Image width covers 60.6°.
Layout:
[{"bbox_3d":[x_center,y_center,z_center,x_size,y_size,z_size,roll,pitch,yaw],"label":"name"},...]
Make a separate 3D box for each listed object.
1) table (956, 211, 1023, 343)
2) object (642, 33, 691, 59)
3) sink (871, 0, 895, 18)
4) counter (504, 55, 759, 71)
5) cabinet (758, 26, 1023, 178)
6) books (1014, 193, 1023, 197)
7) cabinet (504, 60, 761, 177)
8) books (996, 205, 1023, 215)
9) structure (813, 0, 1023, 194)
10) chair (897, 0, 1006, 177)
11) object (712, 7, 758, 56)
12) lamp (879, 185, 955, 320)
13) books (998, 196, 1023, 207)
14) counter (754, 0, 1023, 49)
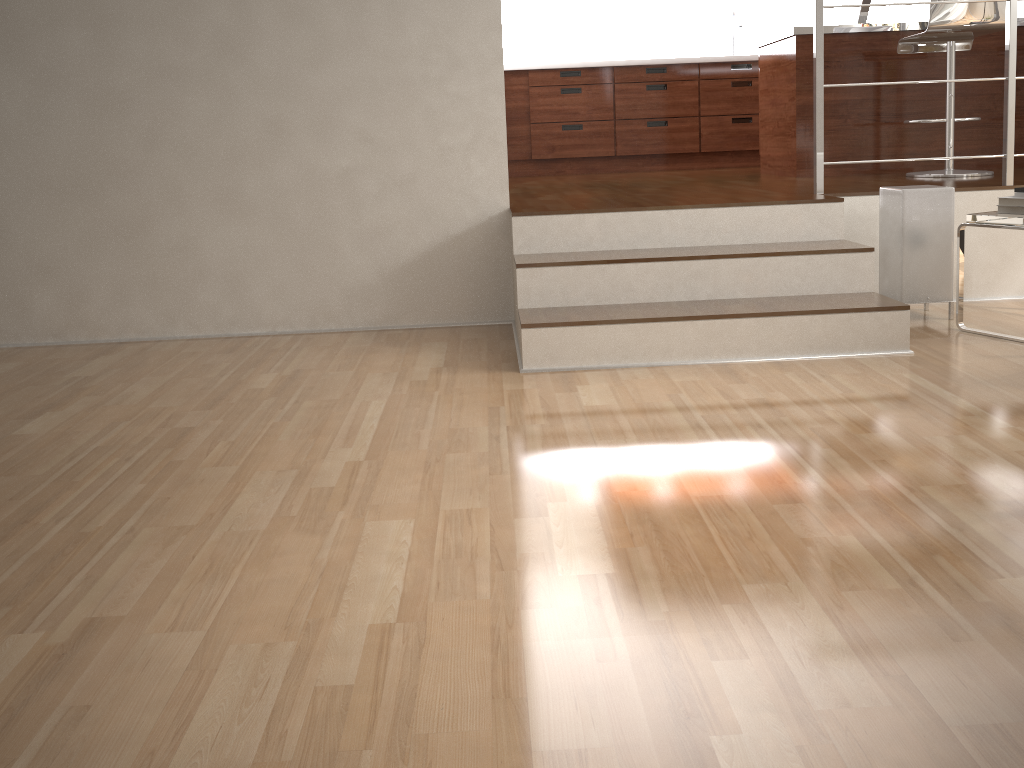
[{"bbox_3d":[1.862,-0.372,2.895,0.555,0.391,0.473,-9,13,-26],"label":"table"},{"bbox_3d":[1.198,-2.597,6.785,0.369,0.235,0.160,-3,9,-1],"label":"object"},{"bbox_3d":[2.957,-2.626,6.627,0.672,0.566,0.617,-3,11,-1],"label":"sink"},{"bbox_3d":[0.904,-2.385,6.575,2.101,0.039,0.701,-3,15,-1],"label":"counter"},{"bbox_3d":[2.421,-1.604,4.989,1.847,0.735,0.650,-3,11,-1],"label":"cabinet"},{"bbox_3d":[1.769,-0.611,2.820,0.153,0.014,0.220,-12,18,-30],"label":"books"},{"bbox_3d":[1.619,-2.049,6.637,3.501,0.783,0.698,-3,11,-1],"label":"cabinet"},{"bbox_3d":[1.771,-0.564,2.825,0.228,0.026,0.294,-8,16,-21],"label":"books"},{"bbox_3d":[2.303,-1.316,3.415,2.322,1.030,0.058,-3,7,-2],"label":"structure"},{"bbox_3d":[2.135,-1.436,4.251,0.388,0.829,0.435,-2,9,3],"label":"chair"},{"bbox_3d":[1.731,-2.690,6.744,0.329,0.396,0.167,-3,8,-1],"label":"object"},{"bbox_3d":[1.486,-0.486,3.222,0.192,0.470,0.203,-3,8,-1],"label":"lamp"},{"bbox_3d":[1.770,-0.590,2.822,0.229,0.026,0.293,-12,18,-30],"label":"books"},{"bbox_3d":[2.511,-2.110,4.859,2.101,0.311,0.863,-3,14,-1],"label":"counter"}]
